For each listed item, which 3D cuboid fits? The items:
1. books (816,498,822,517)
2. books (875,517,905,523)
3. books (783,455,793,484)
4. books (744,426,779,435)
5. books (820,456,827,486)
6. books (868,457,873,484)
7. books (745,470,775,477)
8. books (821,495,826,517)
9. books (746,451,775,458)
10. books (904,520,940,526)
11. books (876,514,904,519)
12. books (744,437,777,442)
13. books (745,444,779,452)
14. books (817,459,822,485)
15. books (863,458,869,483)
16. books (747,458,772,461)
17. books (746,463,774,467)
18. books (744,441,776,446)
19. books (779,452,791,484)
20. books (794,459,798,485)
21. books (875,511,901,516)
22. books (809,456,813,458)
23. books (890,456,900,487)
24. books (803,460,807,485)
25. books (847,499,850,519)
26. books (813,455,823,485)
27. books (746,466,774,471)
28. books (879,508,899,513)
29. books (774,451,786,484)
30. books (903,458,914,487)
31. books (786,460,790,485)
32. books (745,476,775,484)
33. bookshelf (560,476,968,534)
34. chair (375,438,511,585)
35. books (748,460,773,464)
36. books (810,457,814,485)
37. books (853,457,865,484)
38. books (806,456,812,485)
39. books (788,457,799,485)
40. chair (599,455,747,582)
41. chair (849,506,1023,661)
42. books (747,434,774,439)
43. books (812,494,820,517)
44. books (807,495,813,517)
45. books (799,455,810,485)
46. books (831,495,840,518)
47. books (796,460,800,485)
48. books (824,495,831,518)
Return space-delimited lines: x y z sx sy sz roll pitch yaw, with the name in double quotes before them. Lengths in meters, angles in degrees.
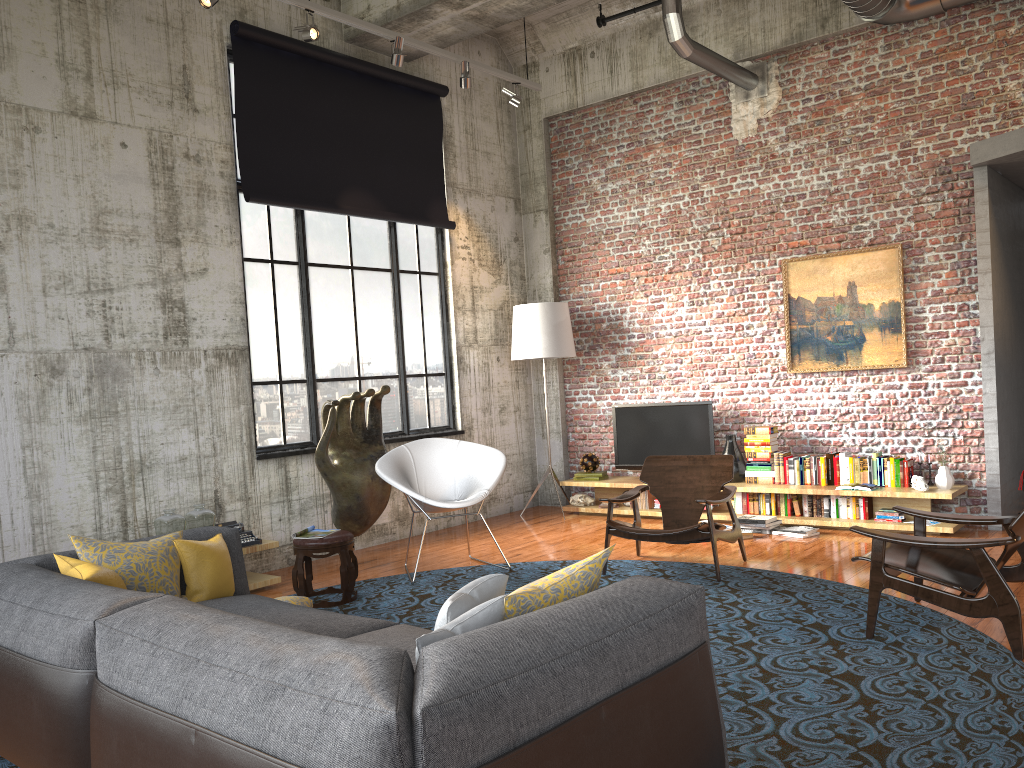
"books" 2.758 1.105 7.913 0.036 0.156 0.108 -2 2 39
"books" 3.205 1.144 7.505 0.214 0.026 0.149 -3 0 39
"books" 2.559 0.793 8.193 0.026 0.251 0.160 -2 2 39
"books" 2.354 0.436 8.360 0.260 0.066 0.197 -3 1 39
"books" 2.827 0.776 7.968 0.034 0.254 0.183 -2 2 39
"books" 3.156 0.761 7.741 0.034 0.254 0.183 -2 2 39
"books" 2.374 0.839 8.366 0.291 0.053 0.176 -3 1 39
"books" 2.790 1.091 7.901 0.028 0.182 0.120 -2 2 39
"books" 2.358 0.663 8.360 0.246 0.057 0.171 -3 1 39
"books" 3.385 1.137 7.315 0.168 0.023 0.230 -4 0 -30
"books" 3.203 1.118 7.504 0.214 0.025 0.149 -3 0 24
"books" 2.344 0.524 8.352 0.253 0.034 0.183 -3 0 39
"books" 2.356 0.605 8.359 0.259 0.060 0.180 -3 1 39
"books" 2.812 0.788 8.004 0.037 0.231 0.168 -2 2 39
"books" 3.133 0.769 7.775 0.045 0.240 0.174 -2 2 39
"books" 2.357 0.704 8.357 0.223 0.026 0.161 -3 0 39
"books" 2.362 0.756 8.361 0.251 0.026 0.159 -3 0 39
"books" 2.349 0.558 8.356 0.253 0.034 0.183 -3 0 39
"books" 2.538 0.777 8.220 0.040 0.285 0.197 -2 2 39
"books" 2.632 0.803 8.128 0.027 0.223 0.161 -2 2 39
"books" 3.200 1.093 7.507 0.192 0.024 0.131 -3 0 44
"books" 2.722 0.784 8.054 0.031 0.240 0.165 -2 2 39
"books" 3.305 0.753 7.637 0.034 0.254 0.183 -2 2 39
"books" 2.701 0.799 8.076 0.027 0.223 0.161 -2 2 39
"books" 2.967 1.084 7.756 0.028 0.174 0.126 -2 2 39
"books" 2.776 0.776 8.018 0.034 0.260 0.180 -2 2 39
"books" 2.365 0.791 8.373 0.240 0.045 0.174 -3 0 39
"books" 3.201 1.072 7.503 0.154 0.019 0.108 -3 0 39
"books" 2.494 0.777 8.234 0.044 0.291 0.176 -2 2 39
"books" 3.388 0.759 7.571 0.037 0.231 0.168 -2 2 39
"books" 2.574 0.806 8.171 0.026 0.223 0.161 -2 2 39
"books" 2.382 0.898 8.377 0.284 0.066 0.197 -3 1 39
"bookshelf" 2.179 1.122 8.455 3.847 0.359 0.547 -3 1 39
"chair" -0.524 0.953 6.963 1.057 1.031 0.806 -4 1 -11
"books" 2.361 0.730 8.361 0.223 0.027 0.161 -3 0 39
"books" 2.749 0.782 8.037 0.032 0.251 0.160 -2 2 39
"books" 3.070 0.770 7.819 0.057 0.246 0.171 -2 2 39
"books" 2.723 0.786 8.055 0.032 0.247 0.171 -2 2 39
"books" 2.600 0.796 8.147 0.045 0.240 0.174 -2 2 39
"chair" 1.199 0.971 6.577 0.875 0.794 1.041 -3 1 29
"chair" 2.397 0.907 4.708 1.044 0.794 0.874 -3 1 40
"books" 2.355 0.488 8.354 0.231 0.037 0.168 -3 0 39
"books" 2.726 1.073 7.930 0.033 0.225 0.105 -2 2 39
"books" 2.706 1.093 7.965 0.043 0.187 0.142 -2 2 39
"books" 2.678 0.785 8.096 0.034 0.254 0.183 -2 2 39
"books" 2.864 1.068 7.838 0.040 0.219 0.133 -2 2 39
"books" 2.646 0.802 8.105 0.026 0.223 0.161 -2 2 39
"books" 2.816 1.087 7.877 0.043 0.186 0.129 -2 2 39
